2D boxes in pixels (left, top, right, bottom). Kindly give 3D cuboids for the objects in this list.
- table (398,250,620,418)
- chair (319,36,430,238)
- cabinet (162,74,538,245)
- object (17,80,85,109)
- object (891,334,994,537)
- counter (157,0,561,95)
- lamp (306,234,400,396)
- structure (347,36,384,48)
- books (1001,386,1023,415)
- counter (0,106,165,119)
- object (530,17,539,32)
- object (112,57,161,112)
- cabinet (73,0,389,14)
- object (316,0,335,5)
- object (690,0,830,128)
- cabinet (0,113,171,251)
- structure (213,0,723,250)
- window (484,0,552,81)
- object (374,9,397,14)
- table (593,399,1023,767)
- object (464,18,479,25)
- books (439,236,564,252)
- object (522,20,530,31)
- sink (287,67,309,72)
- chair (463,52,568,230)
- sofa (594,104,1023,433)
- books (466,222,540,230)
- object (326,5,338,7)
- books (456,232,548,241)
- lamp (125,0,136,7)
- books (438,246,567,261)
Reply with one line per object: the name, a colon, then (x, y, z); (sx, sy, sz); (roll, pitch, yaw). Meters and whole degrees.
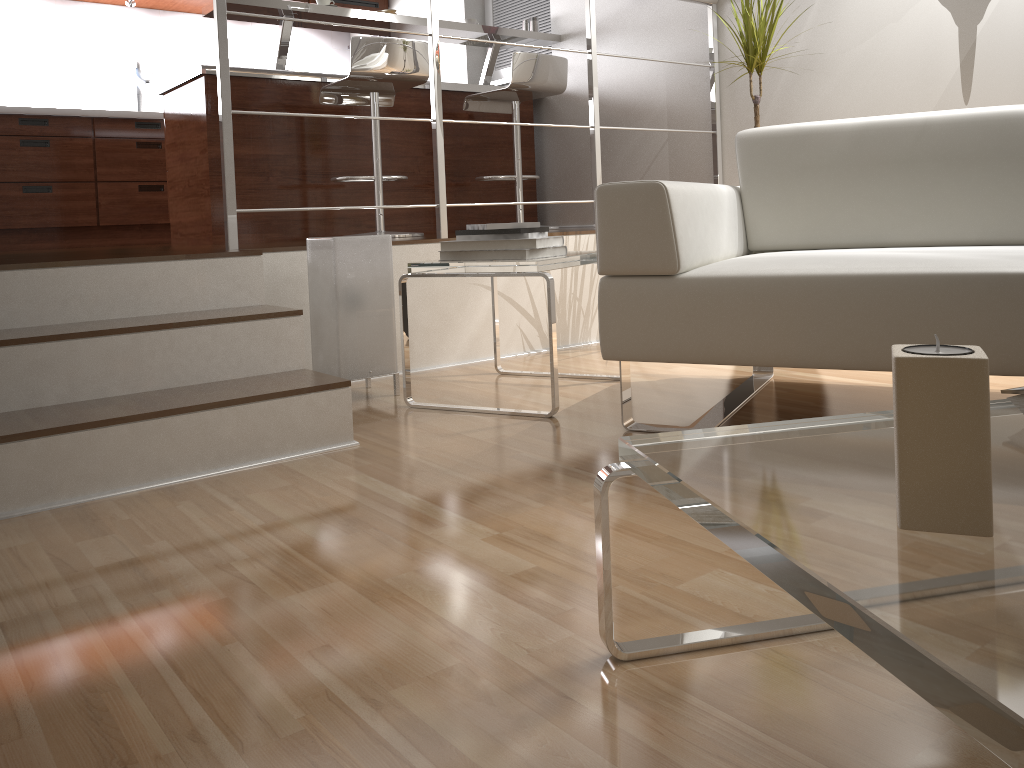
table: (0.024, -0.174, 2.559); (0.464, 0.396, 0.558); (1, 8, 28)
chair: (-0.597, -1.072, 3.891); (0.390, 0.841, 0.427); (-4, 4, -33)
cabinet: (-0.793, -1.160, 4.660); (1.864, 0.743, 0.636); (-9, 9, -37)
object: (-2.875, -1.770, 5.467); (0.372, 0.238, 0.156); (-8, 7, -37)
object: (0.342, 0.035, 0.701); (0.067, 0.149, 0.068); (-1, 3, 23)
counter: (-0.683, -1.699, 4.655); (2.121, 0.315, 0.844); (-10, 12, -37)
lamp: (-0.474, -0.202, 2.611); (0.193, 0.477, 0.199); (-5, 4, -37)
structure: (-1.078, -2.570, 6.557); (0.049, 0.033, 0.601); (-8, 12, -36)
books: (0.721, 0.023, 0.929); (0.204, 0.055, 0.295); (-6, 11, -22)
counter: (-2.980, -1.558, 5.110); (2.121, 0.039, 0.685); (-10, 13, -37)
object: (0.125, -1.996, 4.909); (0.052, 0.111, 0.053); (0, 4, 37)
object: (-2.425, -1.923, 5.753); (0.332, 0.402, 0.164); (-6, 5, -37)
cabinet: (-2.169, -2.837, 5.753); (2.742, 0.630, 0.654); (-10, 10, -37)
object: (-0.873, -1.768, 4.070); (0.079, 0.045, 0.068); (-1, 8, 7)
object: (0.898, -0.866, 3.203); (0.504, 1.462, 0.442); (-4, 3, -24)
cabinet: (-2.408, -1.282, 5.544); (3.534, 0.791, 0.683); (-10, 9, -37)
structure: (0.020, -1.092, 3.313); (2.343, 1.042, 0.057); (-9, 5, -37)
window: (0.072, -2.482, 5.338); (0.143, 1.257, 0.846); (-4, 4, -37)
object: (-0.624, -1.838, 4.374); (0.141, 0.041, 0.130); (-9, 12, -35)
table: (0.558, 0.216, 0.751); (0.796, 0.246, 0.710); (-4, 10, -12)
object: (-0.214, -1.899, 4.621); (0.079, 0.045, 0.068); (-2, 8, 0)
books: (-0.026, -0.396, 2.467); (0.287, 0.027, 0.230); (2, 11, 22)
object: (0.085, -2.001, 4.951); (0.052, 0.108, 0.053); (0, 4, 37)
sink: (-1.356, -2.000, 6.365); (0.677, 0.574, 0.603); (-8, 8, -37)
chair: (0.035, -1.188, 4.373); (0.390, 0.841, 0.426); (-5, 4, -41)
sofa: (1.173, -0.272, 1.911); (1.782, 0.733, 0.919); (3, 9, 28)
books: (-0.028, -0.445, 2.466); (0.152, 0.014, 0.219); (-6, 11, -17)
object: (-0.887, -1.744, 4.065); (0.130, 0.008, 0.141); (-10, 13, -34)
books: (-0.027, -0.416, 2.467); (0.216, 0.014, 0.154); (2, 11, 22)
lamp: (-2.350, -2.382, 5.391); (0.080, 0.123, 0.081); (-2, 4, 3)
books: (-0.025, -0.369, 2.468); (0.288, 0.027, 0.230); (4, 12, 32)
